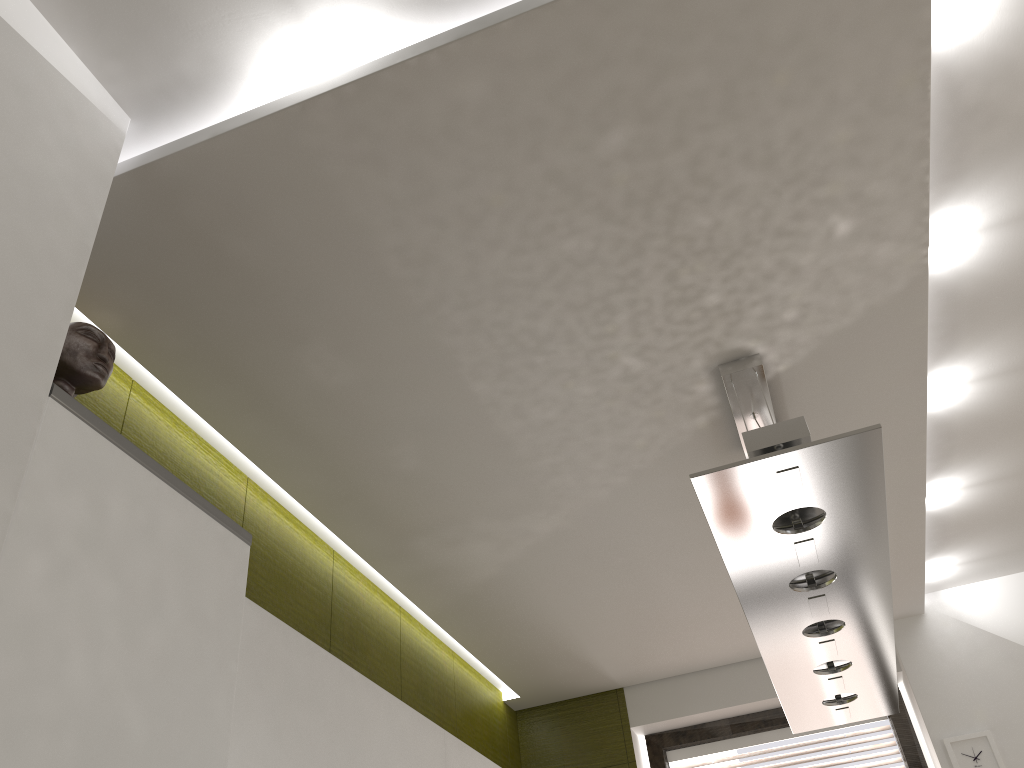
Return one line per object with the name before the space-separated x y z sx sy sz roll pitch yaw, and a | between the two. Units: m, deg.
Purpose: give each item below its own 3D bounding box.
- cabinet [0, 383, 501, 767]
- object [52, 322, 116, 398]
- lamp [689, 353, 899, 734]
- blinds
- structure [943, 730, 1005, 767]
cabinet | -0.335 1.882 2.076 0.724 2.089 3.471 -17 -40 13
object | -0.882 0.061 1.791 0.304 0.488 0.195 -15 -39 11
lamp | 0.720 0.326 2.346 0.326 0.683 1.677 -17 -40 13
blinds | -0.629 2.645 8.168 16.000 12.704 9.030 16 -44 -26
structure | 1.847 1.492 3.534 0.180 0.180 0.026 -17 -40 13
